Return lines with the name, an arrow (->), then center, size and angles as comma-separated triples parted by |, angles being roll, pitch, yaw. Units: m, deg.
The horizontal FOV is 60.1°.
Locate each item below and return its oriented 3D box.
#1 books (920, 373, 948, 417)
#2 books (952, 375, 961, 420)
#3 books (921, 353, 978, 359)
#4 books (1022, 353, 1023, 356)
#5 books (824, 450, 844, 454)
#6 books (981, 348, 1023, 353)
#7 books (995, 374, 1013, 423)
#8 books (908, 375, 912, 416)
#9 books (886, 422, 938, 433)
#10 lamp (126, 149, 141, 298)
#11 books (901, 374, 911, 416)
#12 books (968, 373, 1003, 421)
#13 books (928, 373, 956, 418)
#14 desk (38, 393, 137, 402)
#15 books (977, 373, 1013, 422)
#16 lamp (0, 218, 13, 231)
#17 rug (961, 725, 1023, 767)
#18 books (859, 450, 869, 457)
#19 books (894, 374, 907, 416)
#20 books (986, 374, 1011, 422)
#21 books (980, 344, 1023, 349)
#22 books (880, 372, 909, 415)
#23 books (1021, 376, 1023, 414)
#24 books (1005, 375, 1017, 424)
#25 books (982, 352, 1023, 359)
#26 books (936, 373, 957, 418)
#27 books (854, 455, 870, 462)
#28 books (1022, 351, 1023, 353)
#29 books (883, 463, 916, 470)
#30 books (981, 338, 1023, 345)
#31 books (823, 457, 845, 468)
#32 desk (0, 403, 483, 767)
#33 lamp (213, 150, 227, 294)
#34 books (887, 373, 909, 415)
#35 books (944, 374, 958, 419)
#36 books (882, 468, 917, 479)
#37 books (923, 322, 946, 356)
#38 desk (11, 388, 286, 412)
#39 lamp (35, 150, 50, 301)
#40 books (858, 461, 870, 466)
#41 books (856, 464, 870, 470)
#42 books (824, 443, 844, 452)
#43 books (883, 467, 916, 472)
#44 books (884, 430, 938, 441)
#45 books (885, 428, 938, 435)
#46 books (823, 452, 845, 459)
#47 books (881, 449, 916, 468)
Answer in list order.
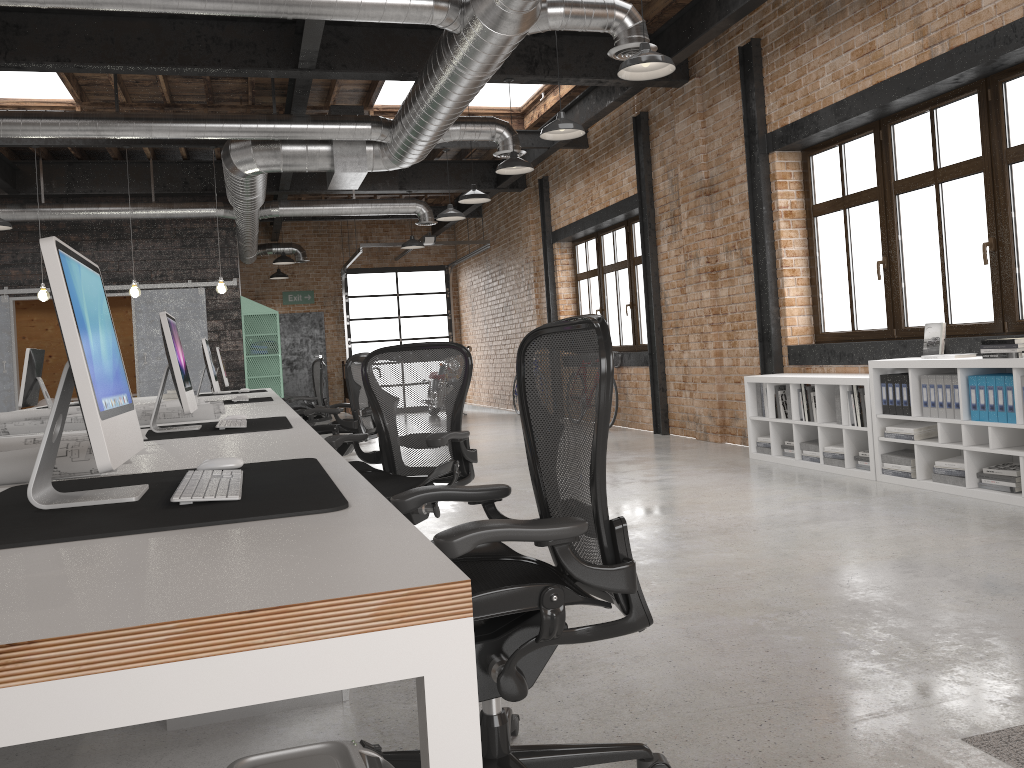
books -> 2.668, 0.067, 5.517 | 0.232, 0.261, 0.062 | -4, -1, -16
books -> 2.741, 0.071, 5.269 | 0.232, 0.261, 0.062 | -4, -1, -16
books -> 2.697, -0.170, 5.467 | 0.174, 0.021, 0.273 | -4, 2, -16
books -> 2.879, -0.164, 4.691 | 0.187, 0.014, 0.248 | -4, 2, -18
books -> 2.403, 0.470, 6.339 | 0.219, 0.039, 0.260 | -4, 2, -16
books -> 2.795, -0.191, 4.956 | 0.191, 0.023, 0.242 | -4, 2, -18
books -> 2.822, 0.077, 4.947 | 0.232, 0.261, 0.062 | -4, -1, -16
books -> 2.633, 0.066, 5.614 | 0.232, 0.261, 0.062 | -4, -1, -16
books -> 2.580, 0.277, 5.696 | 0.214, 0.046, 0.251 | -4, 2, -16
lamp -> -4.257, -1.802, 9.890 | 0.123, 1.679, 0.123 | -3, -1, -19
books -> 2.614, 0.065, 5.676 | 0.232, 0.261, 0.062 | -4, -1, -16
books -> 2.768, 0.074, 5.132 | 0.232, 0.261, 0.062 | -4, -1, -16
books -> 2.686, 0.068, 5.456 | 0.232, 0.261, 0.062 | -4, -1, -16
desk -> -6.566, 0.556, 14.491 | 2.001, 0.732, 0.997 | -4, 1, -16
books -> 2.786, 0.075, 5.071 | 0.232, 0.261, 0.062 | -4, -1, -16
lamp -> -5.588, -2.098, 9.499 | 0.362, 0.857, 0.362 | -4, 0, 1
rug -> 2.820, 0.789, 1.104 | 2.731, 0.004, 2.994 | -4, 2, -16
books -> 2.527, 0.468, 6.042 | 0.199, 0.054, 0.239 | -4, 2, -16
books -> 2.596, 0.064, 5.738 | 0.232, 0.261, 0.062 | -4, -1, -16
books -> 2.804, 0.076, 5.009 | 0.232, 0.261, 0.062 | -4, -1, -16
books -> 2.804, -0.214, 4.951 | 0.212, 0.023, 0.258 | -4, 2, -16
books -> 2.560, 0.062, 5.861 | 0.232, 0.261, 0.062 | -4, -1, -16
books -> 2.871, 0.080, 4.783 | 0.232, 0.261, 0.062 | -4, -1, -16
books -> 2.841, 0.078, 4.885 | 0.232, 0.261, 0.062 | -4, -1, -16
books -> 2.806, -0.164, 4.949 | 0.191, 0.032, 0.258 | -4, 2, -14
books -> 2.704, 0.069, 5.394 | 0.232, 0.261, 0.062 | -4, -1, -16
books -> 2.527, 0.500, 6.066 | 0.222, 0.055, 0.282 | -4, 2, -16
books -> 2.885, -0.177, 4.690 | 0.202, 0.012, 0.251 | -4, 2, -15
books -> 2.582, 0.517, 5.738 | 0.214, 0.046, 0.251 | -4, 2, -16
books -> 2.797, -0.240, 4.959 | 0.191, 0.028, 0.239 | -4, 2, -14
books -> 2.407, 0.546, 6.354 | 0.217, 0.072, 0.289 | -4, 2, -16
desk -> -1.847, 0.637, 3.063 | 2.314, 0.770, 5.107 | -4, 2, -16
lamp -> -3.376, -1.869, 10.152 | 0.123, 1.679, 0.123 | -3, -1, -19
books -> 2.578, 0.063, 5.800 | 0.232, 0.261, 0.062 | -4, -1, -16
books -> 2.723, 0.070, 5.332 | 0.232, 0.261, 0.062 | -4, -1, -16
books -> 2.579, 0.561, 5.749 | 0.207, 0.061, 0.274 | -4, 2, -16
books -> 2.784, -0.291, 5.840 | 0.065, 0.224, 0.160 | -4, 0, -16
desk -> -3.293, 0.556, 7.971 | 2.314, 0.770, 5.107 | -4, 2, -16
lamp -> -5.137, -1.735, 9.629 | 0.123, 1.679, 0.123 | -3, -1, -19
books -> 2.509, 0.530, 6.047 | 0.164, 0.047, 0.239 | -4, 2, -16
books -> 2.514, 0.559, 6.062 | 0.184, 0.049, 0.261 | -4, 2, -16
books -> 2.402, 0.452, 6.336 | 0.214, 0.052, 0.252 | -4, 2, -16
books -> 2.582, 0.535, 5.743 | 0.219, 0.034, 0.259 | -4, 2, -16
books -> 2.577, 0.322, 5.707 | 0.207, 0.061, 0.274 | -4, 2, -16
books -> 2.580, 0.295, 5.701 | 0.219, 0.034, 0.259 | -4, 2, -16
books -> 2.400, 0.496, 6.345 | 0.207, 0.067, 0.275 | -4, 2, -16
books -> 2.578, 0.480, 5.758 | 0.217, 0.078, 0.291 | -4, 2, -16
